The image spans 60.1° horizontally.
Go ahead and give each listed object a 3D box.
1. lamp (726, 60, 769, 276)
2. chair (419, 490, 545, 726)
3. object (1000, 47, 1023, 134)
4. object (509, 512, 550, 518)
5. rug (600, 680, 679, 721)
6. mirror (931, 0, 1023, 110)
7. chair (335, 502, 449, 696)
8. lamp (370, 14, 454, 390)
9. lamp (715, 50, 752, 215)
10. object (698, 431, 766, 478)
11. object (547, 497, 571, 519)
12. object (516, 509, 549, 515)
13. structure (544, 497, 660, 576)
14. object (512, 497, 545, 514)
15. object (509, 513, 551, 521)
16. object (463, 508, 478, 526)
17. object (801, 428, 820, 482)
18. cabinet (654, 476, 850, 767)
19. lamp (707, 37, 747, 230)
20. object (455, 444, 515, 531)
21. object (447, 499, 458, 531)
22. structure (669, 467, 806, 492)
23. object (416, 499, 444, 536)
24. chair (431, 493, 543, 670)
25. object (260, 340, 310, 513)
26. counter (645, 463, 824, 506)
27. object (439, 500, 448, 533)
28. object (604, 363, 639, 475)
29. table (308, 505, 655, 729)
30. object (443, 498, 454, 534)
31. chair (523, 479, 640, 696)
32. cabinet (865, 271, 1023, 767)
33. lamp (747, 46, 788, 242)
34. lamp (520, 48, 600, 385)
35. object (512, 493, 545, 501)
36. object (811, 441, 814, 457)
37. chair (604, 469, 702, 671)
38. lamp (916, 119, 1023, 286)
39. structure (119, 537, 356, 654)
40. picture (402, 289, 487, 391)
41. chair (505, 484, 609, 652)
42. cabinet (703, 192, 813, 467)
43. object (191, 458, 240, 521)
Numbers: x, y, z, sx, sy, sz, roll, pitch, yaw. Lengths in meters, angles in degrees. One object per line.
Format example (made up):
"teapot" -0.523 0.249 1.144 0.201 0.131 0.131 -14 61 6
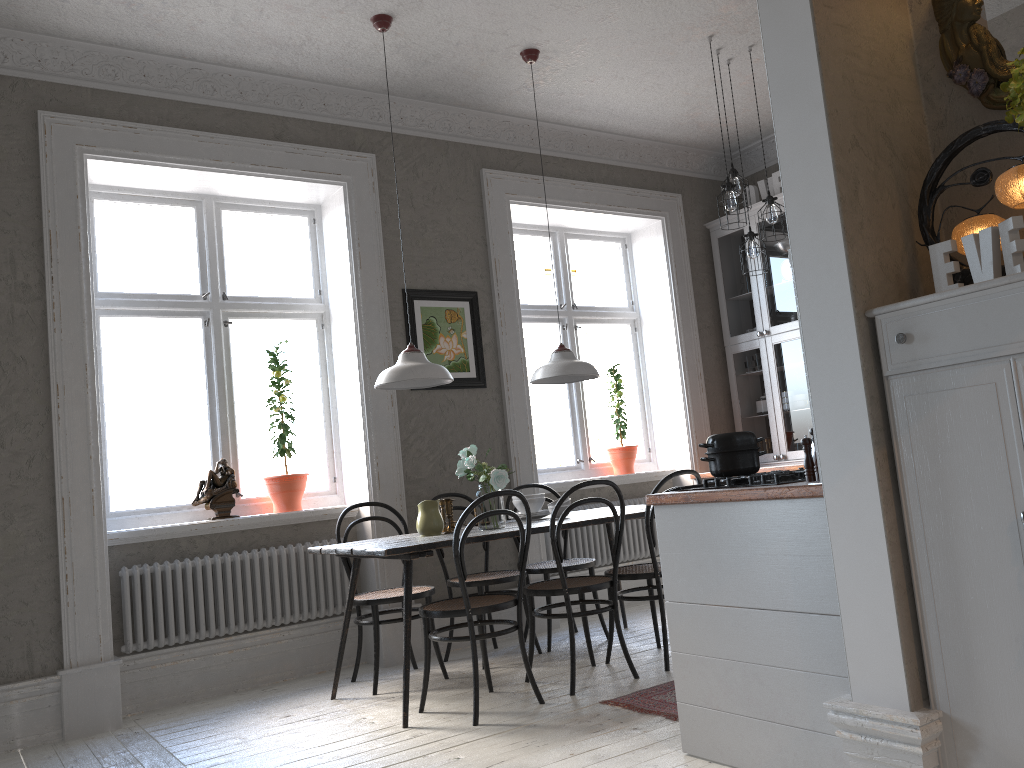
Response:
"lamp" 1.338 -1.504 5.263 0.144 1.734 0.149 -8 -6 23
"chair" -0.156 0.932 3.815 0.447 0.920 0.538 -1 -7 -36
"object" 1.316 -0.543 2.003 0.340 0.553 0.297 -6 -6 0
"object" 0.100 0.708 4.761 0.234 0.027 0.241 -9 -7 24
"rug" 1.087 1.248 3.740 1.315 0.014 0.722 -2 -7 -34
"mirror" 1.348 -1.033 2.315 0.072 0.593 0.522 -2 -7 -33
"chair" -0.637 1.065 4.581 0.445 0.920 0.540 -3 -7 -26
"lamp" -0.561 -0.912 4.346 0.378 1.858 0.380 -6 -6 3
"lamp" 1.206 -1.846 5.152 0.143 1.734 0.150 -11 -8 42
"object" 0.755 0.241 3.026 0.186 0.147 0.197 -10 -7 35
"object" 0.247 0.640 4.613 0.129 0.119 0.123 -4 -6 -18
"object" 0.099 0.700 4.762 0.239 0.027 0.235 -5 -6 -11
"structure" 0.708 1.033 6.179 1.248 0.428 0.146 -2 -7 -36
"object" 0.095 0.665 4.766 0.183 0.094 0.176 0 -8 -43
"object" 0.101 0.717 4.760 0.240 0.027 0.235 -4 -6 -16
"object" -0.188 0.707 4.777 0.136 0.112 0.142 -11 -8 38
"object" 0.901 0.207 2.650 0.036 0.166 0.071 -2 -7 -34
"cabinet" 1.859 0.802 4.323 1.970 0.854 4.233 -7 -6 13
"lamp" 1.136 -1.726 4.969 0.145 1.734 0.148 -7 -6 13
"object" -0.121 0.489 4.243 0.256 0.414 0.305 -2 -7 -35
"object" -0.315 0.663 4.523 0.094 0.172 0.098 -10 -7 37
"structure" 0.924 0.314 3.037 0.618 0.031 0.486 -2 -7 -34
"object" -0.407 0.650 4.308 0.148 0.169 0.137 -8 -6 17
"chair" -0.171 1.050 4.903 0.447 0.920 0.538 -1 -7 -36
"object" -1.317 0.234 5.062 0.269 0.991 0.271 -6 -6 5
"counter" 1.454 0.465 4.647 3.458 0.039 3.100 -2 -7 -34
"object" -0.344 0.656 4.432 0.062 0.172 0.061 -4 -6 -13
"object" 0.779 0.255 6.491 0.261 0.813 0.259 -5 -6 -7
"table" 0.077 1.074 4.489 1.958 0.734 0.887 -2 -7 -34
"object" -0.308 0.642 4.311 0.060 0.167 0.058 -4 -6 -21
"chair" 0.292 0.918 4.126 0.445 0.920 0.540 -3 -7 -26
"cabinet" 1.296 0.398 2.048 0.391 1.296 0.653 -2 -7 -34
"lamp" 1.412 -1.686 5.135 0.143 1.734 0.150 -11 -8 42
"lamp" 0.193 -0.936 4.860 0.386 1.858 0.373 -3 -7 -26
"object" 0.093 0.645 4.768 0.183 0.094 0.176 0 -8 -43
"object" 1.091 0.204 2.938 0.174 0.134 0.304 -6 -6 1
"chair" 0.709 0.902 4.389 0.447 0.920 0.538 -1 -7 -36
"lamp" 1.245 -0.392 2.264 0.175 0.558 0.442 -3 -7 -26
"structure" -1.426 1.102 4.721 1.248 0.428 0.146 -2 -7 -36
"picture" -0.409 -0.274 5.441 0.531 0.619 0.019 -2 -7 -34
"chair" 0.248 1.035 5.169 0.444 0.920 0.541 -4 -6 -21
"cabinet" 1.975 -0.352 6.519 0.395 1.920 0.862 -2 -7 -34
"object" -1.613 0.571 4.802 0.241 0.329 0.118 -2 -7 -33
